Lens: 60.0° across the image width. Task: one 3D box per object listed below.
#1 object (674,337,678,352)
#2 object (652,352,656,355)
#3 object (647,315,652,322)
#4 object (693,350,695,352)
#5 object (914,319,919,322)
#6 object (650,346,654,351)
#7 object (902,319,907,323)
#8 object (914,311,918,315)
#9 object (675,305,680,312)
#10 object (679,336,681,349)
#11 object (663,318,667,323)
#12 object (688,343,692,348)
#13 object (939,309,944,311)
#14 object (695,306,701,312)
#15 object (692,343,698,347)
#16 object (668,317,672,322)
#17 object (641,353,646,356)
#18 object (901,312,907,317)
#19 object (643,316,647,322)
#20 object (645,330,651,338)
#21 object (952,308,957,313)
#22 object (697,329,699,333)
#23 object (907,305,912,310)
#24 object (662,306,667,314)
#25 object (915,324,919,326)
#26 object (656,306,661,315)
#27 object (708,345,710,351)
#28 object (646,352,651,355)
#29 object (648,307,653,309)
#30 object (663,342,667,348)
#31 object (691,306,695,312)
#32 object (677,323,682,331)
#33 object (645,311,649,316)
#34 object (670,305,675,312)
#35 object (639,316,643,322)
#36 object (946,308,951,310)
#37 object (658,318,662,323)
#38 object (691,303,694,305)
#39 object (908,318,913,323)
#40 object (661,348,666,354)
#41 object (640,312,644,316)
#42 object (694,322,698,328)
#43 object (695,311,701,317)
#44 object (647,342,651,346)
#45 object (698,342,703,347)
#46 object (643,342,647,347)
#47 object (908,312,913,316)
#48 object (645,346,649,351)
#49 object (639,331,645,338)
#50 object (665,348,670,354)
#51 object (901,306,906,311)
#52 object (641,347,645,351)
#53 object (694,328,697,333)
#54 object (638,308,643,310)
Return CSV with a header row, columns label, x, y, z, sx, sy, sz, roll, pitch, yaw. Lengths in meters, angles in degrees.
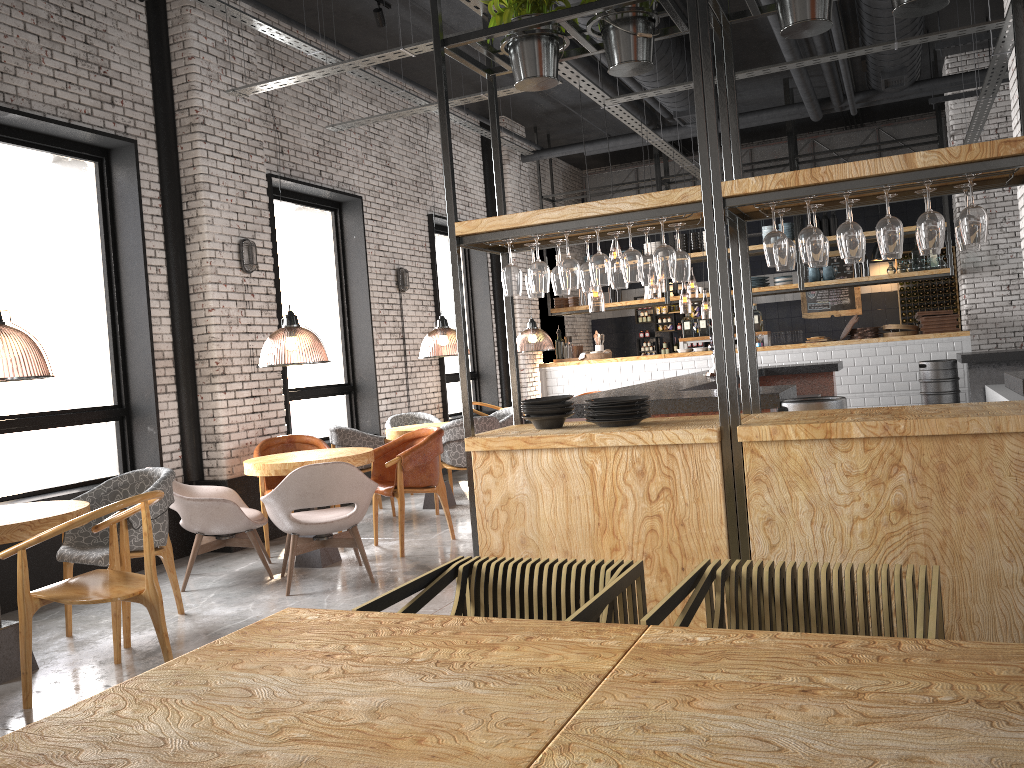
label,x,y,z,sx,sy,sz,roll,pitch,yaw
object,3.021,-0.729,16.353,0.079,0.281,0.079,-4,0,33
object,2.649,-0.546,16.535,0.090,0.101,0.111,-5,1,-10
object,2.560,-1.219,16.519,0.076,0.111,0.076,-4,1,19
object,3.353,-0.597,16.209,0.092,0.108,0.105,-4,1,35
object,6.681,-1.059,14.628,0.079,0.079,0.281,-4,1,24
object,2.600,-0.666,16.521,0.071,0.083,0.070,-5,1,-41
object,6.498,-1.046,14.681,0.079,0.079,0.281,-4,1,24
object,6.666,-1.163,14.613,0.079,0.079,0.281,-4,1,24
object,3.045,-1.473,16.315,0.079,0.281,0.079,-4,0,3
object,3.108,-0.735,16.315,0.079,0.281,0.079,-5,0,-7
object,2.831,-1.179,16.399,0.070,0.083,0.071,-4,1,14
object,3.252,-0.739,16.257,0.100,0.139,0.088,-4,1,25
object,7.011,-1.186,14.460,0.079,0.079,0.281,-4,1,24
object,3.389,-1.375,16.163,0.092,0.108,0.105,-4,1,35
object,3.351,-0.746,16.213,0.100,0.139,0.088,-4,1,25
object,2.910,-1.184,16.365,0.070,0.083,0.071,-4,1,14
object,2.451,-0.537,16.609,0.119,0.111,0.085,-5,1,-17
object,6.500,-1.152,14.703,0.079,0.079,0.281,-4,1,24
object,2.484,-1.213,16.551,0.076,0.111,0.076,-4,1,44
object,2.535,-0.937,16.564,0.100,0.139,0.088,-4,1,25
object,7.183,-1.198,14.384,0.079,0.079,0.281,-4,1,24
object,3.419,-0.984,16.169,0.092,0.112,0.100,-4,1,10
object,6.572,-1.262,14.651,0.079,0.079,0.284,-4,1,24
object,2.820,-1.373,16.397,0.079,0.156,0.079,-4,1,9
object,6.683,-0.953,14.614,0.079,0.079,0.281,-4,1,24
object,2.721,-1.366,16.441,0.079,0.156,0.079,-5,1,-36
object,3.588,-0.659,16.089,0.076,0.111,0.076,-5,1,-11
object,2.557,-0.540,16.575,0.090,0.101,0.111,-5,1,-15
object,2.575,-1.455,16.524,0.081,0.113,0.071,-4,1,25
object,2.834,-0.720,16.421,0.076,0.111,0.076,-4,1,19
object,3.305,-1.370,16.200,0.089,0.108,0.106,-5,1,-16
object,3.085,-1.056,16.318,0.100,0.139,0.088,-4,1,25
object,2.509,-1.312,16.535,0.071,0.083,0.070,-5,1,-41
object,2.960,-1.467,16.353,0.079,0.281,0.079,-4,0,28
object,2.409,-1.208,16.585,0.076,0.111,0.076,-4,1,34
object,7.088,-1.190,14.401,0.079,0.079,0.281,-4,1,24
object,2.746,-1.173,16.437,0.071,0.083,0.070,-5,1,-41
object,3.273,-1.524,16.192,0.079,0.156,0.079,-5,1,-31
object,6.579,-1.051,14.630,0.079,0.079,0.281,-4,1,24
object,2.805,-0.606,16.435,0.076,0.111,0.076,-5,1,-1
object,2.435,-1.307,16.569,0.070,0.083,0.071,-4,1,14
object,3.361,-1.076,16.202,0.090,0.101,0.111,-5,1,-10
object,3.397,-1.274,16.164,0.092,0.108,0.105,-4,1,35
object,2.557,-0.746,16.535,0.071,0.083,0.071,-5,1,-26
object,3.445,-0.752,16.172,0.100,0.139,0.088,-4,1,25
object,2.489,-0.742,16.572,0.071,0.083,0.070,-5,1,-41
object,6.572,-1.156,14.633,0.079,0.079,0.281,-4,1,24
object,2.525,-0.661,16.554,0.070,0.083,0.071,-4,1,14
object,2.436,-0.931,16.608,0.100,0.139,0.088,-4,1,25
object,2.881,-0.611,16.403,0.076,0.111,0.076,-4,1,29
object,6.477,-1.254,14.668,0.079,0.079,0.284,-4,1,24
object,2.453,-0.656,16.587,0.070,0.083,0.071,-4,1,34
object,3.330,-0.972,16.219,0.090,0.101,0.111,-5,1,-10
object,2.403,-1.444,16.600,0.081,0.113,0.071,-4,1,25
